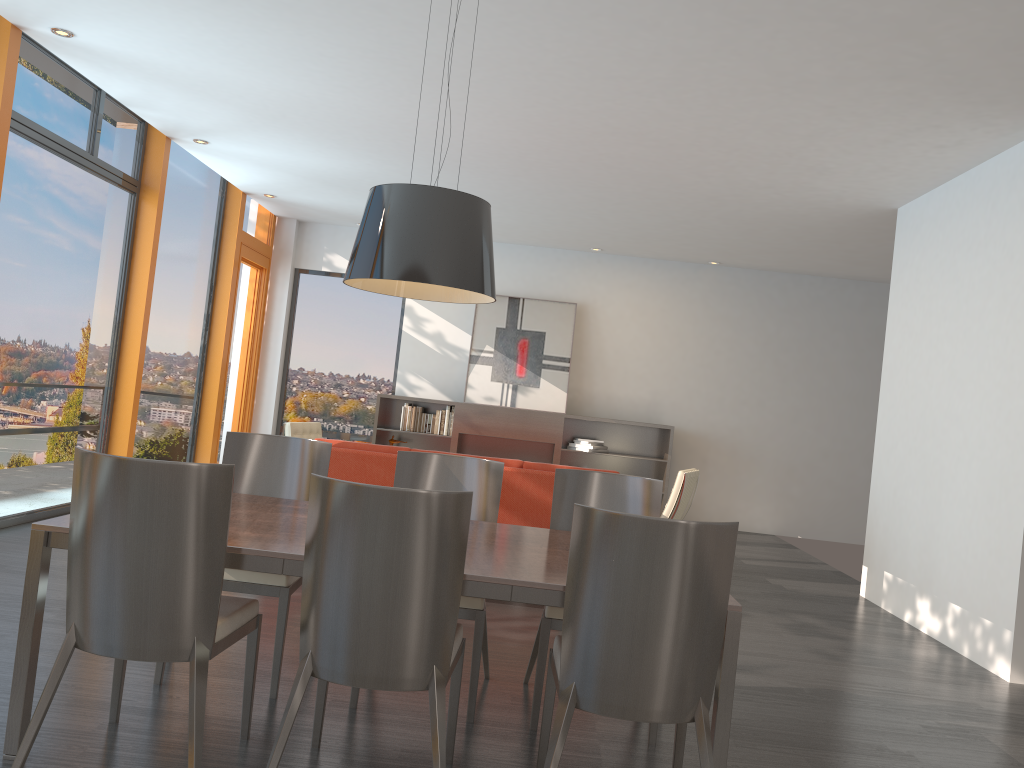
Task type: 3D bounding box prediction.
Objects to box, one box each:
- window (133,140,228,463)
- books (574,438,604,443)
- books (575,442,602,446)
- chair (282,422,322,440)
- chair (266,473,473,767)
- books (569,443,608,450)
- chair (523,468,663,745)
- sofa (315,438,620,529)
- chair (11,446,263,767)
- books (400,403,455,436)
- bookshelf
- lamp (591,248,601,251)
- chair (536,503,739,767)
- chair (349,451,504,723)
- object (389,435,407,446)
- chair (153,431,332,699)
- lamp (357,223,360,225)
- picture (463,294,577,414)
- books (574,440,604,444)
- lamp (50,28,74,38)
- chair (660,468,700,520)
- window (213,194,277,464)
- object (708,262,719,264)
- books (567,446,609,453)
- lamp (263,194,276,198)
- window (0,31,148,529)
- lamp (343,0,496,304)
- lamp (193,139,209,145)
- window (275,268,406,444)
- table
[{"bbox_3d":[-3.253,-0.629,8.481,0.070,3.347,1.843,6,-2,2],"label":"window"},{"bbox_3d":[0.886,0.650,10.224,0.300,0.020,0.210,6,-1,-8],"label":"books"},{"bbox_3d":[0.882,0.690,10.223,0.210,0.020,0.300,6,-1,31],"label":"books"},{"bbox_3d":[-1.751,0.793,8.314,0.707,0.817,0.699,6,-1,11],"label":"chair"},{"bbox_3d":[-0.395,0.768,2.719,0.548,0.968,0.614,6,-2,2],"label":"chair"},{"bbox_3d":[0.878,0.719,10.222,0.314,0.038,0.398,6,-1,31],"label":"books"},{"bbox_3d":[0.368,0.873,3.696,0.548,0.968,0.614,6,-2,2],"label":"chair"},{"bbox_3d":[-0.356,0.904,6.380,2.597,0.853,1.037,6,-1,2],"label":"sofa"},{"bbox_3d":[-1.089,0.692,2.739,0.548,0.968,0.614,6,-2,2],"label":"chair"},{"bbox_3d":[-0.961,0.395,10.263,0.592,0.340,0.324,6,-1,2],"label":"books"},{"bbox_3d":[0.094,0.878,10.317,3.387,1.163,0.570,6,-2,2],"label":"bookshelf"},{"bbox_3d":[0.996,-1.595,10.524,0.129,0.010,0.129,7,-2,-43],"label":"lamp"},{"bbox_3d":[0.365,0.852,2.697,0.548,0.968,0.614,6,-2,2],"label":"chair"},{"bbox_3d":[-0.325,0.796,3.716,0.548,0.968,0.614,6,-2,2],"label":"chair"},{"bbox_3d":[-1.380,0.744,10.315,0.245,0.291,0.201,6,-2,22],"label":"object"},{"bbox_3d":[-1.086,0.713,3.738,0.548,0.968,0.614,6,-2,2],"label":"chair"},{"bbox_3d":[-1.797,-1.903,10.605,0.129,0.010,0.129,7,-2,-43],"label":"lamp"},{"bbox_3d":[0.104,-0.371,10.506,1.208,1.338,0.269,6,-2,2],"label":"picture"},{"bbox_3d":[0.884,0.670,10.224,0.210,0.020,0.300,5,-2,41],"label":"books"},{"bbox_3d":[-2.705,-2.111,5.331,0.129,0.010,0.129,7,-2,-43],"label":"lamp"},{"bbox_3d":[1.209,1.106,7.603,0.707,0.817,0.699,6,-2,21],"label":"chair"},{"bbox_3d":[-3.118,-0.581,10.088,0.211,3.347,1.156,6,-2,2],"label":"window"},{"bbox_3d":[2.402,-1.439,10.546,0.129,0.010,0.129,7,-2,-43],"label":"object"},{"bbox_3d":[0.874,0.756,10.221,0.315,0.038,0.398,5,-2,41],"label":"books"},{"bbox_3d":[-2.599,-2.014,9.500,0.129,0.010,0.129,7,-2,-43],"label":"lamp"},{"bbox_3d":[-3.306,-0.677,6.398,0.070,3.347,2.104,6,-2,2],"label":"window"},{"bbox_3d":[-0.252,-1.125,3.300,0.567,1.580,0.567,5,-2,31],"label":"lamp"},{"bbox_3d":[-2.649,-2.059,7.542,0.129,0.010,0.129,7,-2,-43],"label":"lamp"},{"bbox_3d":[-2.066,-0.446,10.888,1.410,3.341,0.065,6,-2,2],"label":"window"},{"bbox_3d":[-0.413,0.932,3.227,2.151,0.765,1.171,6,-1,2],"label":"table"}]
